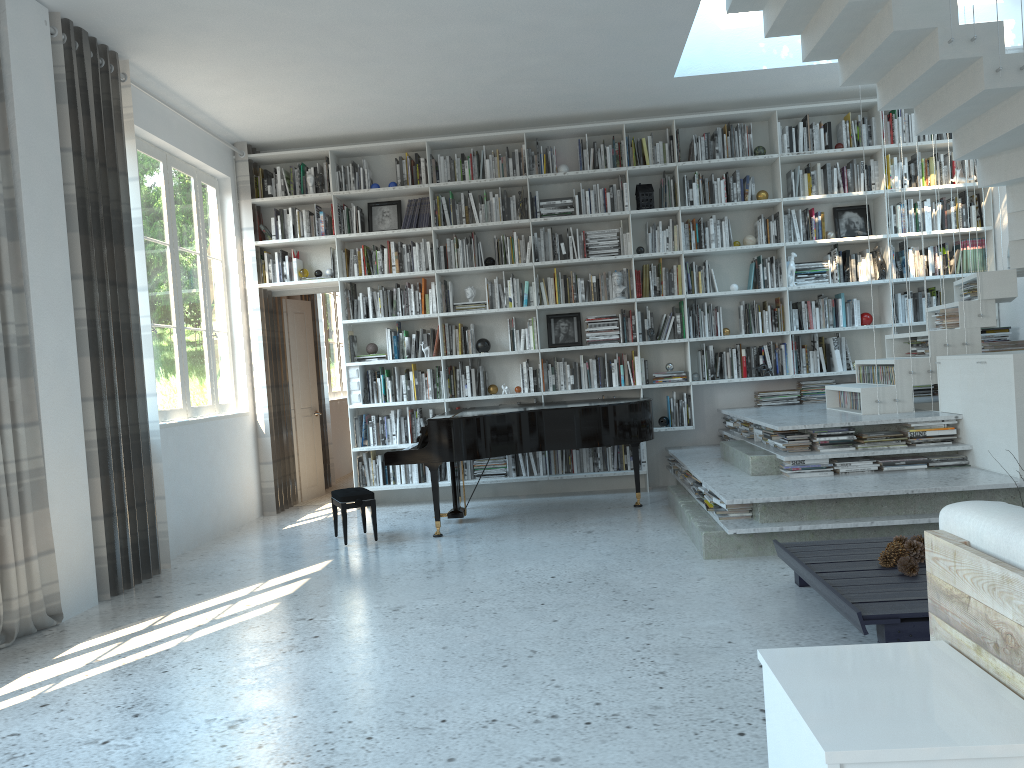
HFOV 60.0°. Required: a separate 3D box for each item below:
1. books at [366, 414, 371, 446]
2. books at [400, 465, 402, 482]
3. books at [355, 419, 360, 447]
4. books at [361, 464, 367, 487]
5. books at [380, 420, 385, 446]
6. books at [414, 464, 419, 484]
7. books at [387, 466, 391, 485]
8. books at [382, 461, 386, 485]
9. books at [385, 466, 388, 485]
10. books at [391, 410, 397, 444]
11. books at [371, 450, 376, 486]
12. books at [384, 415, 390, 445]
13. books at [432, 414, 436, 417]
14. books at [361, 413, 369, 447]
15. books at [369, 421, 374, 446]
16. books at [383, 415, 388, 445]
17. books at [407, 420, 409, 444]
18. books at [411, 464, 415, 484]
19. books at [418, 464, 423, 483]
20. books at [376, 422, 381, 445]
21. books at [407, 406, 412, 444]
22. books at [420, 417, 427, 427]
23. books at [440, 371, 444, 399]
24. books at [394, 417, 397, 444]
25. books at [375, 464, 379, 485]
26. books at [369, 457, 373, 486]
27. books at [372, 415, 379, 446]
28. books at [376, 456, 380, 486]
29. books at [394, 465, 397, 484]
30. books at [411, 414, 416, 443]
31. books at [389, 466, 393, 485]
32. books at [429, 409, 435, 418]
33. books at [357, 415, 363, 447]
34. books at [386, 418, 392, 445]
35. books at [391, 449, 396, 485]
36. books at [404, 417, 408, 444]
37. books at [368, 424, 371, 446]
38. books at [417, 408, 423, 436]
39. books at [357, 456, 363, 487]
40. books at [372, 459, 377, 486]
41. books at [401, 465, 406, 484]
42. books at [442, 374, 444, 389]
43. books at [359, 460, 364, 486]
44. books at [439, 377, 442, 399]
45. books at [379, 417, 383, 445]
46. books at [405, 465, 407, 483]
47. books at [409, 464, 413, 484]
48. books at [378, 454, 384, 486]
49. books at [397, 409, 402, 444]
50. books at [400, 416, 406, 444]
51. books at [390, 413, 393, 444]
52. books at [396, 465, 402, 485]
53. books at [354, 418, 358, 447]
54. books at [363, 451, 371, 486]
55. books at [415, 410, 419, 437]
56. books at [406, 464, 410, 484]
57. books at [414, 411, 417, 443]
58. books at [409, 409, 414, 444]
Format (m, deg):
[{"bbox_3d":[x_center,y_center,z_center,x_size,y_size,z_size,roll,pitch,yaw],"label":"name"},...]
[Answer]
[{"bbox_3d":[-1.266,0.409,7.868,0.010,0.274,0.150,-4,1,4],"label":"books"},{"bbox_3d":[-0.967,0.770,7.869,0.014,0.211,0.146,-4,1,4],"label":"books"},{"bbox_3d":[-1.347,0.432,7.862,0.029,0.239,0.154,-4,1,4],"label":"books"},{"bbox_3d":[-1.299,0.804,7.858,0.029,0.190,0.176,-4,1,4],"label":"books"},{"bbox_3d":[-1.125,0.425,7.836,0.028,0.223,0.189,-4,1,4],"label":"books"},{"bbox_3d":[-0.828,0.773,7.826,0.031,0.188,0.190,-4,1,4],"label":"books"},{"bbox_3d":[-1.079,0.773,7.860,0.022,0.221,0.163,-4,1,4],"label":"books"},{"bbox_3d":[-1.122,0.784,7.869,0.022,0.205,0.158,-4,1,4],"label":"books"},{"bbox_3d":[-1.101,0.759,7.871,0.022,0.252,0.139,-4,1,4],"label":"books"},{"bbox_3d":[-1.035,0.380,7.851,0.027,0.299,0.142,-4,1,4],"label":"books"},{"bbox_3d":[-1.221,0.734,7.870,0.011,0.318,0.157,-4,1,4],"label":"books"},{"bbox_3d":[-1.094,0.408,7.831,0.010,0.252,0.177,-4,1,4],"label":"books"},{"bbox_3d":[-0.679,0.386,7.803,0.011,0.240,0.174,-4,1,4],"label":"books"},{"bbox_3d":[-1.299,0.407,7.851,0.052,0.283,0.172,-4,1,4],"label":"books"},{"bbox_3d":[-1.225,0.433,7.845,0.022,0.220,0.187,-4,1,4],"label":"books"},{"bbox_3d":[-1.105,0.407,7.837,0.013,0.257,0.189,-4,1,4],"label":"books"},{"bbox_3d":[-0.904,0.416,7.843,0.013,0.209,0.154,-4,1,4],"label":"books"},{"bbox_3d":[-0.857,0.766,7.835,0.028,0.206,0.171,-4,1,4],"label":"books"},{"bbox_3d":[-0.803,0.743,7.824,0.023,0.244,0.188,-4,1,4],"label":"books"},{"bbox_3d":[-1.169,0.439,7.869,0.025,0.200,0.137,-4,1,4],"label":"books"},{"bbox_3d":[-0.895,0.358,7.820,0.014,0.325,0.170,-4,1,4],"label":"books"},{"bbox_3d":[-0.766,0.403,7.827,0.059,0.216,0.177,-4,1,4],"label":"books"},{"bbox_3d":[-0.603,0.006,7.795,0.010,0.240,0.174,-4,1,4],"label":"books"},{"bbox_3d":[-1.013,0.412,7.853,0.012,0.232,0.148,-4,1,4],"label":"books"},{"bbox_3d":[-1.179,0.798,7.871,0.022,0.186,0.145,-4,1,4],"label":"books"},{"bbox_3d":[-1.236,0.772,7.875,0.024,0.246,0.143,-4,1,4],"label":"books"},{"bbox_3d":[-1.200,0.409,7.849,0.029,0.266,0.171,-4,1,4],"label":"books"},{"bbox_3d":[-1.165,0.759,7.850,0.013,0.262,0.174,-4,1,4],"label":"books"},{"bbox_3d":[-1.017,0.756,7.867,0.022,0.246,0.134,-4,1,4],"label":"books"},{"bbox_3d":[-0.859,0.390,7.845,0.029,0.254,0.153,-4,1,4],"label":"books"},{"bbox_3d":[-1.055,0.754,7.863,0.027,0.256,0.160,-4,1,4],"label":"books"},{"bbox_3d":[-0.697,0.362,7.830,0.025,0.288,0.130,-4,1,4],"label":"books"},{"bbox_3d":[-1.330,0.412,7.844,0.011,0.277,0.189,-4,1,4],"label":"books"},{"bbox_3d":[-1.074,0.418,7.843,0.028,0.229,0.157,-4,1,4],"label":"books"},{"bbox_3d":[-1.038,0.731,7.846,0.013,0.300,0.183,-4,1,4],"label":"books"},{"bbox_3d":[-0.925,0.410,7.844,0.028,0.225,0.134,-4,1,4],"label":"books"},{"bbox_3d":[-1.246,0.446,7.869,0.024,0.198,0.148,-4,1,4],"label":"books"},{"bbox_3d":[-0.805,0.364,7.826,0.013,0.301,0.172,-4,1,4],"label":"books"},{"bbox_3d":[-1.343,0.775,7.887,0.012,0.254,0.161,-4,1,4],"label":"books"},{"bbox_3d":[-1.202,0.779,7.865,0.022,0.226,0.154,-4,1,4],"label":"books"},{"bbox_3d":[-0.949,0.742,7.841,0.031,0.266,0.186,-4,1,4],"label":"books"},{"bbox_3d":[-0.586,-0.016,7.815,0.024,0.280,0.135,-4,1,4],"label":"books"},{"bbox_3d":[-1.324,0.793,7.886,0.023,0.216,0.158,-4,1,4],"label":"books"},{"bbox_3d":[-0.616,0.033,7.823,0.023,0.187,0.130,-4,1,4],"label":"books"},{"bbox_3d":[-1.148,0.414,7.871,0.022,0.248,0.133,-4,1,4],"label":"books"},{"bbox_3d":[-0.927,0.721,7.857,0.014,0.304,0.139,-4,1,4],"label":"books"},{"bbox_3d":[-0.882,0.761,7.837,0.021,0.218,0.190,-4,1,4],"label":"books"},{"bbox_3d":[-1.147,0.756,7.854,0.023,0.266,0.177,-4,1,4],"label":"books"},{"bbox_3d":[-0.992,0.373,7.830,0.039,0.307,0.172,-4,1,4],"label":"books"},{"bbox_3d":[-0.954,0.405,7.850,0.031,0.239,0.132,-4,1,4],"label":"books"},{"bbox_3d":[-1.054,0.394,7.860,0.013,0.274,0.146,-4,1,4],"label":"books"},{"bbox_3d":[-0.991,0.777,7.841,0.030,0.202,0.168,-4,1,4],"label":"books"},{"bbox_3d":[-1.367,0.426,7.877,0.012,0.254,0.161,-4,1,4],"label":"books"},{"bbox_3d":[-1.272,0.750,7.870,0.044,0.294,0.181,-4,1,4],"label":"books"},{"bbox_3d":[-0.822,0.370,7.832,0.022,0.291,0.137,-4,1,4],"label":"books"},{"bbox_3d":[-0.907,0.739,7.838,0.025,0.266,0.159,-4,1,4],"label":"books"},{"bbox_3d":[-0.838,0.374,7.845,0.013,0.284,0.139,-4,1,4],"label":"books"},{"bbox_3d":[-0.881,0.372,7.827,0.012,0.295,0.176,-4,1,4],"label":"books"}]
